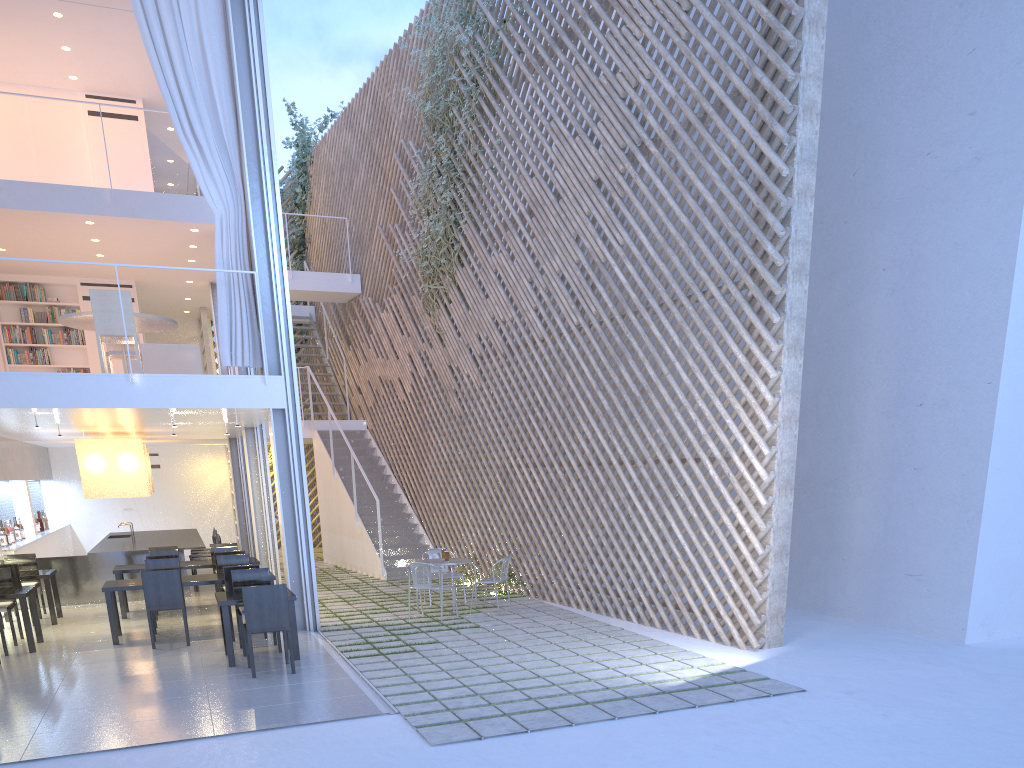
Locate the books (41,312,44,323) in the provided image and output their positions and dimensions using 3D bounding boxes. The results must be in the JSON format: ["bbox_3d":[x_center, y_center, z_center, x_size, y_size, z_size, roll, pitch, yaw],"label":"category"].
[{"bbox_3d":[-4.078,-0.568,7.156,0.040,0.107,0.059,-7,11,-22],"label":"books"}]

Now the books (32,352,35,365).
[{"bbox_3d":[-4.181,-0.222,7.193,0.006,0.127,0.077,-8,11,-23],"label":"books"}]

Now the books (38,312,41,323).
[{"bbox_3d":[-4.098,-0.568,7.147,0.040,0.107,0.059,-7,11,-22],"label":"books"}]

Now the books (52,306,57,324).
[{"bbox_3d":[-3.983,-0.595,7.175,0.011,0.162,0.078,-8,12,-23],"label":"books"}]

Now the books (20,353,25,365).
[{"bbox_3d":[-4.265,-0.211,7.174,0.020,0.104,0.060,-7,11,-23],"label":"books"}]

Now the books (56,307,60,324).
[{"bbox_3d":[-3.559,0.044,5.776,0.023,1.757,3.427,-5,0,-14],"label":"books"}]

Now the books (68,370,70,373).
[{"bbox_3d":[-3.936,-0.051,7.329,0.015,0.150,0.075,-8,12,-23],"label":"books"}]

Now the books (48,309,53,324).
[{"bbox_3d":[-3.561,0.033,5.727,0.122,1.708,3.506,-5,-1,-15],"label":"books"}]

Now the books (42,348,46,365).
[{"bbox_3d":[-4.101,-0.234,7.215,0.009,0.154,0.085,-8,12,-23],"label":"books"}]

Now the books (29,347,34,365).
[{"bbox_3d":[-4.191,-0.239,7.182,0.015,0.161,0.083,-8,12,-23],"label":"books"}]

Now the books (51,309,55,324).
[{"bbox_3d":[-3.580,0.054,5.769,0.030,1.736,3.429,-5,0,-14],"label":"books"}]

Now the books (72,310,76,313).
[{"bbox_3d":[-3.492,0.034,5.786,0.045,1.699,3.475,-5,-1,-12],"label":"books"}]

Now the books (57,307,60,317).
[{"bbox_3d":[-3.549,0.042,5.781,0.023,1.762,3.425,-5,0,-14],"label":"books"}]

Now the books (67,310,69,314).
[{"bbox_3d":[-3.883,-0.577,7.218,0.006,0.127,0.077,-8,11,-23],"label":"books"}]

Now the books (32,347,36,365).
[{"bbox_3d":[-4.172,-0.239,7.191,0.011,0.162,0.078,-8,12,-23],"label":"books"}]

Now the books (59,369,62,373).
[{"bbox_3d":[-3.996,-0.052,7.302,0.015,0.150,0.084,-8,11,-23],"label":"books"}]

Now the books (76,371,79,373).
[{"bbox_3d":[-3.872,-0.044,7.359,0.020,0.138,0.066,-8,12,-23],"label":"books"}]

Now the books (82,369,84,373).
[{"bbox_3d":[-3.828,-0.052,7.363,0.009,0.154,0.085,-8,12,-23],"label":"books"}]

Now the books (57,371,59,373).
[{"bbox_3d":[-4.008,-0.046,7.296,0.015,0.136,0.090,-8,10,-23],"label":"books"}]

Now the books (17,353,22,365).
[{"bbox_3d":[-4.285,-0.211,7.166,0.020,0.104,0.060,-7,11,-23],"label":"books"}]

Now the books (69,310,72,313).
[{"bbox_3d":[-3.501,0.037,5.765,0.037,1.710,3.507,-5,-1,-12],"label":"books"}]

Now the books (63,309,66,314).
[{"bbox_3d":[-3.515,0.017,5.766,0.029,1.674,3.472,-5,-1,-13],"label":"books"}]

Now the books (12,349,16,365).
[{"bbox_3d":[-4.312,-0.229,7.135,0.007,0.136,0.091,-8,10,-23],"label":"books"}]

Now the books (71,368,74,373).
[{"bbox_3d":[-3.906,-0.056,7.334,0.015,0.161,0.083,-8,12,-23],"label":"books"}]

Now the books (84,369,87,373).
[{"bbox_3d":[-3.811,-0.051,7.372,0.011,0.153,0.082,-8,12,-23],"label":"books"}]

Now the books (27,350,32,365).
[{"bbox_3d":[-4.204,-0.226,7.179,0.015,0.133,0.084,-8,11,-23],"label":"books"}]

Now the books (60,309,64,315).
[{"bbox_3d":[-3.510,0.036,5.764,0.034,1.708,3.484,-5,-1,-14],"label":"books"}]

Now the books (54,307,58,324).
[{"bbox_3d":[-3.552,0.042,5.779,0.023,1.762,3.421,-5,0,-14],"label":"books"}]

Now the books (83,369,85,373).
[{"bbox_3d":[-3.821,-0.051,7.369,0.008,0.153,0.079,-8,12,-23],"label":"books"}]

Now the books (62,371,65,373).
[{"bbox_3d":[-3.972,-0.043,7.311,0.020,0.130,0.088,-8,10,-23],"label":"books"}]

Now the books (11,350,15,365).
[{"bbox_3d":[-4.320,-0.224,7.136,0.006,0.128,0.086,-8,10,-23],"label":"books"}]

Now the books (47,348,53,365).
[{"bbox_3d":[-4.062,-0.233,7.233,0.019,0.154,0.079,-8,12,-23],"label":"books"}]

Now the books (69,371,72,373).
[{"bbox_3d":[-3.920,-0.043,7.332,0.015,0.133,0.084,-8,11,-23],"label":"books"}]

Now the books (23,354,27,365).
[{"bbox_3d":[-4.245,-0.211,7.181,0.020,0.104,0.060,-7,11,-23],"label":"books"}]

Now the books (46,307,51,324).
[{"bbox_3d":[-4.029,-0.590,7.160,0.015,0.150,0.075,-8,12,-23],"label":"books"}]

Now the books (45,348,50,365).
[{"bbox_3d":[-4.076,-0.234,7.226,0.011,0.153,0.082,-8,12,-23],"label":"books"}]

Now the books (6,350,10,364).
[{"bbox_3d":[-4.354,-0.226,7.120,0.006,0.130,0.090,-8,10,-23],"label":"books"}]

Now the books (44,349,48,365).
[{"bbox_3d":[-4.086,-0.232,7.222,0.010,0.149,0.084,-8,11,-23],"label":"books"}]

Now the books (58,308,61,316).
[{"bbox_3d":[-3.941,-0.586,7.186,0.008,0.142,0.091,-8,11,-23],"label":"books"}]

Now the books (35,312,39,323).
[{"bbox_3d":[-4.119,-0.568,7.141,0.040,0.107,0.059,-7,11,-22],"label":"books"}]

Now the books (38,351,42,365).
[{"bbox_3d":[-4.128,-0.222,7.210,0.018,0.128,0.081,-8,11,-23],"label":"books"}]

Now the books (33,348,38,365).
[{"bbox_3d":[-4.160,-0.233,7.199,0.015,0.150,0.075,-8,12,-23],"label":"books"}]

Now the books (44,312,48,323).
[{"bbox_3d":[-4.058,-0.568,7.163,0.040,0.107,0.059,-7,11,-22],"label":"books"}]

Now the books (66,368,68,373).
[{"bbox_3d":[-3.948,-0.057,7.321,0.011,0.162,0.078,-8,12,-23],"label":"books"}]

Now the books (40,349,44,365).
[{"bbox_3d":[-4.114,-0.229,7.209,0.008,0.142,0.091,-8,11,-23],"label":"books"}]

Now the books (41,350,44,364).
[{"bbox_3d":[-4.107,-0.226,7.212,0.005,0.136,0.091,-8,10,-23],"label":"books"}]

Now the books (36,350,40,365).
[{"bbox_3d":[-4.143,-0.224,7.201,0.015,0.131,0.088,-8,10,-23],"label":"books"}]

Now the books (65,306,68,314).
[{"bbox_3d":[-3.531,0.037,5.772,0.030,1.768,3.468,-5,-1,-12],"label":"books"}]

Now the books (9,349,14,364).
[{"bbox_3d":[-4.330,-0.229,7.129,0.015,0.136,0.090,-8,10,-23],"label":"books"}]

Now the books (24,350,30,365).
[{"bbox_3d":[-4.221,-0.225,7.172,0.020,0.130,0.088,-8,10,-23],"label":"books"}]

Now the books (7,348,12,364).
[{"bbox_3d":[-4.345,-0.235,7.124,0.015,0.150,0.084,-8,11,-23],"label":"books"}]

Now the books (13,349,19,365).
[{"bbox_3d":[-4.303,-0.228,7.151,0.020,0.138,0.066,-8,12,-23],"label":"books"}]
